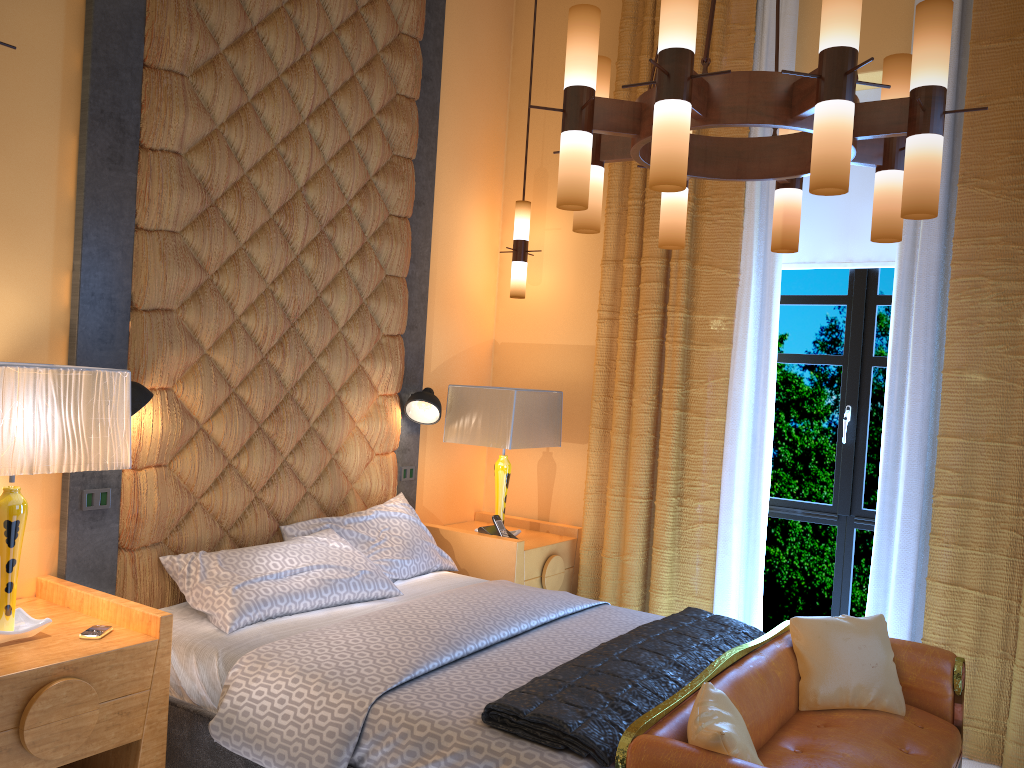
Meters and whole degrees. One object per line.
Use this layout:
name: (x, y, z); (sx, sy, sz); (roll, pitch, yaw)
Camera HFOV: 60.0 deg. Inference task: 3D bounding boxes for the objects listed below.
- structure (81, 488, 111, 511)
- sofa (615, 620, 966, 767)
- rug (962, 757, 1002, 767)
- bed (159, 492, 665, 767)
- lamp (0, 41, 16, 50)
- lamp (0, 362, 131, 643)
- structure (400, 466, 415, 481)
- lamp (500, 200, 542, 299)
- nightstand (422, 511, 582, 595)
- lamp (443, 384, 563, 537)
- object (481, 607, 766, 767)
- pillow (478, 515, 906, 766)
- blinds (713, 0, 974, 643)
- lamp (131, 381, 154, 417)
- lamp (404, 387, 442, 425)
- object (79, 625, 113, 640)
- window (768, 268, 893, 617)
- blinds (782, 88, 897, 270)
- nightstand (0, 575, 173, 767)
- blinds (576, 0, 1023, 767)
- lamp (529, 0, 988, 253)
structure: (-1.478, 0.409, 3.149); (0.016, 0.071, 0.103); (4, 1, 33)
sofa: (0.938, 1.201, 2.685); (0.650, 0.640, 1.615); (4, 1, 33)
rug: (0.428, 1.488, 2.716); (3.699, 0.016, 3.388); (4, 0, 33)
bed: (-0.220, 0.986, 3.357); (2.105, 0.825, 1.889); (4, 0, 33)
lamp: (-1.328, -0.860, 2.123); (0.199, 0.532, 0.199); (3, 1, -12)
lamp: (-1.465, 0.340, 2.586); (0.424, 0.803, 0.505); (4, 1, 33)
structure: (-0.541, 0.462, 4.580); (0.016, 0.071, 0.103); (4, 1, 33)
lamp: (0.047, -0.743, 4.920); (0.199, 0.532, 0.199); (3, 1, -12)
nightstand: (-0.085, 1.106, 4.785); (0.719, 0.690, 0.680); (4, 1, 33)
lamp: (-0.052, 0.421, 4.664); (0.424, 0.803, 0.505); (4, 1, 33)
object: (0.458, 0.926, 2.907); (0.405, 0.105, 1.461); (4, 0, 33)
pillow: (0.688, 0.925, 3.491); (1.147, 0.407, 2.626); (3, 0, -15)
blinds: (1.494, -0.495, 4.104); (2.049, 4.078, 0.236); (4, 2, 31)
lamp: (-1.364, 0.062, 3.088); (0.214, 0.190, 0.185); (3, 1, -29)
lamp: (-0.268, 0.137, 4.528); (0.568, 0.218, 0.231); (4, 1, -9)
object: (-1.251, 0.748, 2.667); (0.064, 0.018, 0.111); (4, 0, -2)
window: (1.681, 0.061, 4.356); (1.199, 3.002, 0.130); (4, 2, 33)
blinds: (1.742, -1.001, 4.319); (1.199, 0.873, 0.013); (4, 1, 33)
nightstand: (-1.520, 1.020, 2.593); (0.720, 0.700, 0.708); (4, 1, 33)
blinds: (1.482, -0.518, 4.013); (2.449, 4.148, 0.134); (4, 2, 33)
lamp: (0.699, -1.532, 2.480); (1.141, 2.169, 1.140); (3, 1, -34)
